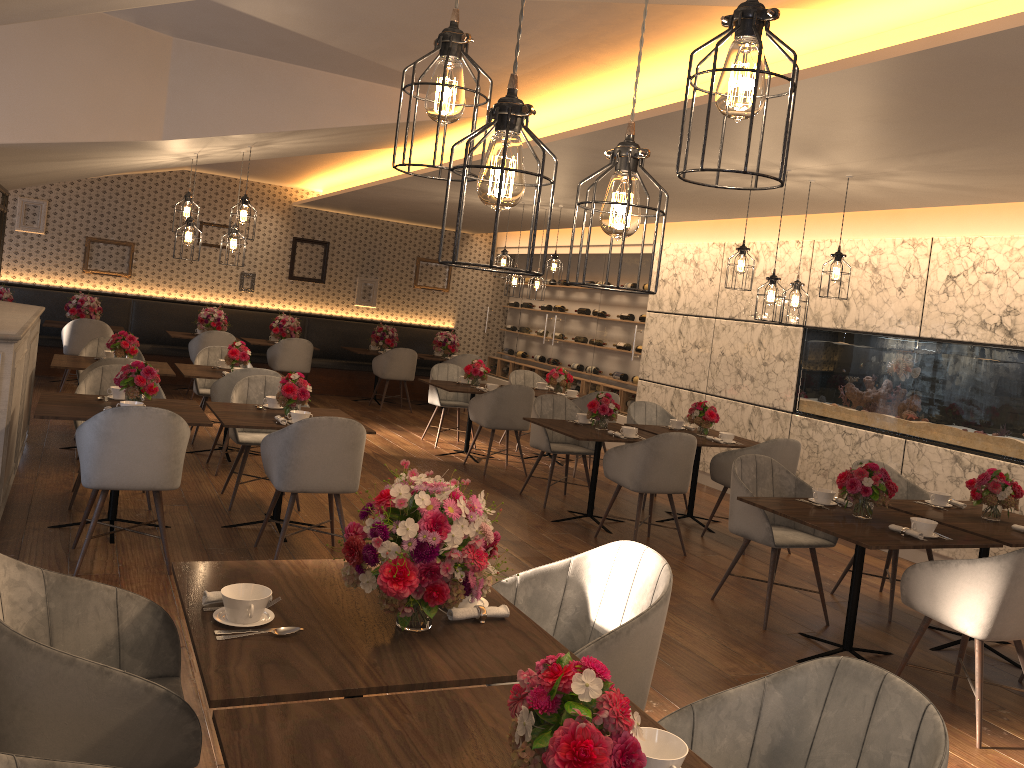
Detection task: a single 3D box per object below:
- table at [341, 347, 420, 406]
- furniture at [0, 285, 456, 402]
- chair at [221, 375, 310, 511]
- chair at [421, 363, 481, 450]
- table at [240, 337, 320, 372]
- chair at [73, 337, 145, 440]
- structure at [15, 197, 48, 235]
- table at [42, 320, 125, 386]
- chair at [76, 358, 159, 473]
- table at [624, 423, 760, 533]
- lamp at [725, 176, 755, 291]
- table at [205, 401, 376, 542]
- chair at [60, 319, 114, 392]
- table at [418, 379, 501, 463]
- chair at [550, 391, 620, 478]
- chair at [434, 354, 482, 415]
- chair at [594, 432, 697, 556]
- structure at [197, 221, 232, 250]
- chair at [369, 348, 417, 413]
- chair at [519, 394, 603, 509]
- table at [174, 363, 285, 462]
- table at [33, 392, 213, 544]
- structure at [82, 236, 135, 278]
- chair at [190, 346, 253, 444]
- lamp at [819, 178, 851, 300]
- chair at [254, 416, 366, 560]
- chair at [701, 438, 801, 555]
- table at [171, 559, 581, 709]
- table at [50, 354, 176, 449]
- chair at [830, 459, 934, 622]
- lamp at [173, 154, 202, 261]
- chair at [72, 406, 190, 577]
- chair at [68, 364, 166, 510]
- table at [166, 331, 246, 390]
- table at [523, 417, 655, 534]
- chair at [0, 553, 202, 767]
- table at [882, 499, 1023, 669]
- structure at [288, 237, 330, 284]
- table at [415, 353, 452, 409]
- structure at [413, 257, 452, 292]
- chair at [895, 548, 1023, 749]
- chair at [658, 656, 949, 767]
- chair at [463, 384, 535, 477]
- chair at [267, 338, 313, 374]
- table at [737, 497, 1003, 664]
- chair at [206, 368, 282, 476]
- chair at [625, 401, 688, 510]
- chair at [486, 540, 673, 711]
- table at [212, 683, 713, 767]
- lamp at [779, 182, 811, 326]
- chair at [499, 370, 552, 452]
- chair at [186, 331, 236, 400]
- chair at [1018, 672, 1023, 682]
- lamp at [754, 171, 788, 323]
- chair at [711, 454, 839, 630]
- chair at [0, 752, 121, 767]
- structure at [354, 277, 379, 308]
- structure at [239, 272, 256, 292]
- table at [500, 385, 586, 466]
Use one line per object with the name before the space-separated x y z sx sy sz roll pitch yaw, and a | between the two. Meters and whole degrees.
table | -1.924 -0.095 12.598 0.894 0.719 0.901 5 4 -26
furniture | -4.030 -0.501 12.260 7.072 1.080 0.544 5 3 -26
chair | -1.736 0.401 6.229 0.563 0.871 0.528 6 3 -26
chair | -0.659 0.234 9.668 0.563 0.871 0.528 6 3 -26
table | -3.190 -0.194 11.979 0.894 0.719 0.901 5 4 -26
chair | -3.596 0.033 7.898 0.563 0.871 0.528 6 3 -26
structure | -6.181 -2.167 11.394 0.339 0.439 0.035 5 2 -26
table | -5.315 -0.360 10.941 0.894 0.719 0.901 5 4 -26
chair | -2.995 0.207 6.718 0.563 0.871 0.528 6 3 -26
table | 1.494 0.778 7.248 0.894 0.719 0.901 5 4 -26
lamp | 1.650 -1.663 5.950 0.174 2.067 0.176 6 2 -25
table | -1.468 0.561 5.637 0.894 0.719 0.901 5 4 -26
chair | -4.982 -0.345 10.352 0.563 0.871 0.528 6 3 -26
table | -0.433 0.390 9.056 0.894 0.719 0.901 5 4 -26
chair | 0.758 0.472 8.887 0.563 0.871 0.528 6 3 -26
chair | -0.733 -0.014 12.429 0.563 0.871 0.528 6 3 -26
chair | 0.969 0.725 6.240 0.563 0.871 0.528 6 3 -26
structure | -4.154 -2.077 12.390 0.448 0.344 0.016 5 2 -26
chair | -1.591 -0.081 12.009 0.563 0.871 0.528 6 3 -26
chair | 0.410 0.555 7.441 0.563 0.871 0.528 6 3 -26
table | -2.470 0.260 7.726 0.894 0.719 0.901 5 4 -26
table | -2.326 0.493 5.218 0.894 0.719 0.901 5 4 -26
structure | -5.381 -1.687 11.820 0.600 0.484 0.032 5 2 -26
chair | -2.738 0.100 8.318 0.563 0.871 0.528 6 3 -26
lamp | 2.169 -1.572 5.615 0.174 2.067 0.176 6 2 -25
chair | -1.135 0.575 5.049 0.563 0.871 0.528 6 3 -26
chair | 1.827 0.792 6.660 0.563 0.871 0.528 6 3 -26
table | -0.441 0.965 2.385 0.894 0.719 0.901 5 4 -26
table | -3.328 0.193 7.307 0.894 0.719 0.901 5 4 -26
chair | 2.379 0.955 5.543 0.563 0.871 0.528 6 3 -26
lamp | -2.178 -1.902 6.222 0.174 2.067 0.176 6 2 -25
chair | -1.993 0.508 4.629 0.563 0.871 0.528 6 3 -26
chair | -2.594 0.334 5.809 0.563 0.871 0.528 6 3 -26
table | -4.048 -0.261 11.560 0.894 0.719 0.901 5 4 -26
table | 0.636 0.711 6.829 0.894 0.719 0.901 5 4 -26
chair | -1.028 0.841 2.114 0.525 0.871 0.567 6 3 -26
table | 2.606 1.112 4.931 0.894 0.719 0.901 5 4 -26
structure | -2.975 -1.808 12.979 0.543 0.631 0.035 5 2 -26
table | -1.066 -0.028 13.018 0.894 0.719 0.901 5 4 -26
structure | -1.228 -1.703 13.821 0.600 0.484 0.032 5 2 -26
chair | 2.081 1.059 3.923 0.563 0.871 0.528 6 3 -26
chair | 0.557 1.053 1.866 0.525 0.871 0.567 6 3 -26
chair | -0.100 0.405 8.468 0.563 0.871 0.528 6 3 -26
chair | -2.857 -0.179 11.390 0.563 0.871 0.528 6 3 -26
table | 1.748 1.045 4.511 0.894 0.719 0.901 5 4 -26
chair | -2.137 0.274 7.137 0.563 0.871 0.528 6 3 -26
chair | 1.268 0.622 7.860 0.563 0.871 0.528 6 3 -26
chair | 0.152 0.932 2.711 0.525 0.871 0.567 6 3 -26
table | -0.036 1.086 1.540 0.894 0.719 0.901 5 4 -26
lamp | 2.005 -1.423 5.916 0.174 2.067 0.176 6 2 -25
chair | 0.199 0.301 10.088 0.563 0.871 0.528 6 3 -26
chair | -3.715 -0.246 10.971 0.563 0.871 0.528 6 3 -26
chair | 2.939 1.126 4.342 0.563 0.871 0.528 6 3 -26
lamp | 1.768 -1.429 5.660 0.174 2.067 0.176 6 2 -25
chair | 1.522 0.888 5.123 0.563 0.871 0.528 6 3 -26
chair | -0.623 0.963 1.270 0.525 0.871 0.567 6 3 -26
structure | -2.193 -1.384 13.384 0.339 0.439 0.035 5 2 -26
structure | -3.772 -1.450 12.625 0.215 0.277 0.018 5 2 -26
table | 0.425 0.457 9.476 0.894 0.719 0.901 5 4 -26
